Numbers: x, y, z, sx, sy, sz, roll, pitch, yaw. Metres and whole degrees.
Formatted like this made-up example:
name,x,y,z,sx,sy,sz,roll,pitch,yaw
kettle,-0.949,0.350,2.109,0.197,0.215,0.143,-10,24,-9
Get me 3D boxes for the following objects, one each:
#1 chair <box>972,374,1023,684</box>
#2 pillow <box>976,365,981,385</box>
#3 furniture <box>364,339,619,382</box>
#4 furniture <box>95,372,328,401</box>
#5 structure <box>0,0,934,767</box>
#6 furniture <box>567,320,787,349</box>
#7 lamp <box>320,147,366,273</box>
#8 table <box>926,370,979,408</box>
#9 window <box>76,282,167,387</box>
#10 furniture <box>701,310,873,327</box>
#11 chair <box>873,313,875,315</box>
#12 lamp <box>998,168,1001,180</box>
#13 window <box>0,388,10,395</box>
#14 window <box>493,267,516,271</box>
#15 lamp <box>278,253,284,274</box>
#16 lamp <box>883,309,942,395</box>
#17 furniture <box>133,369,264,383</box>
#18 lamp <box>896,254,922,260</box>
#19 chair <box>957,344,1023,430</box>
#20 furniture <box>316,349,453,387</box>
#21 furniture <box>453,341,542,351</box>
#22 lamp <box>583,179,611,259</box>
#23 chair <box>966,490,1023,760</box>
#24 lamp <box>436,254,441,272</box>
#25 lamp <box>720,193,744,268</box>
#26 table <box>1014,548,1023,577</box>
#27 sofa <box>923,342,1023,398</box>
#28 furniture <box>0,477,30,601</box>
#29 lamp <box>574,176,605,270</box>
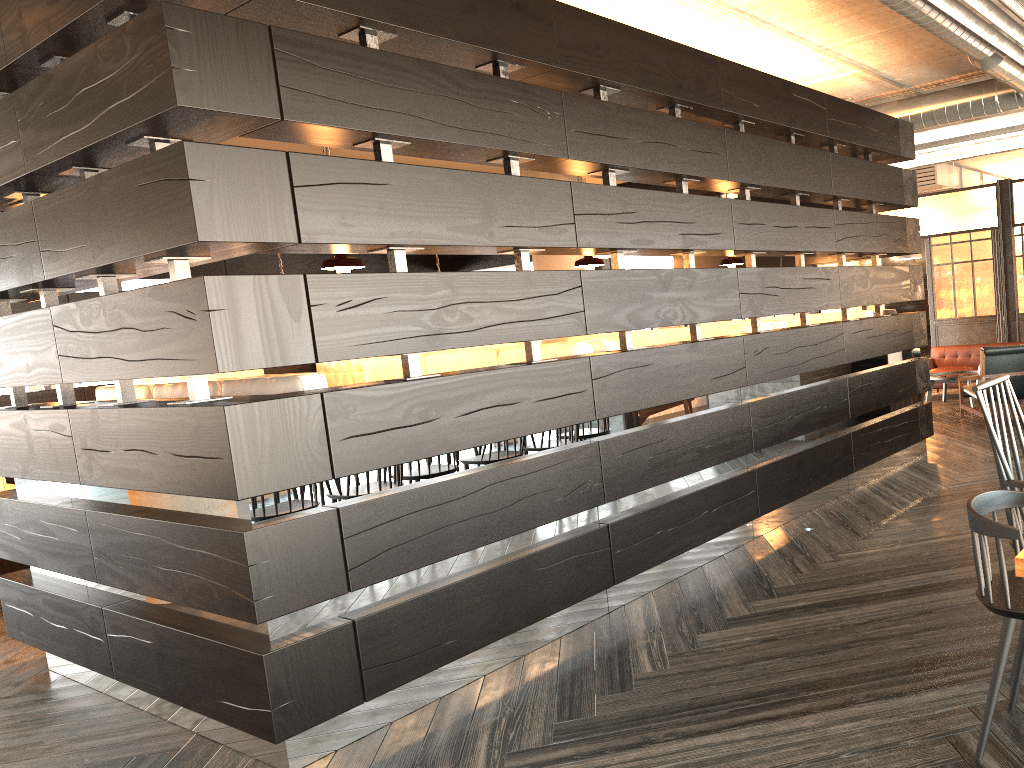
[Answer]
name,x,y,z,sx,sy,sz,roll,pitch,yaw
chair,1.890,0.487,2.838,0.419,1.037,0.528,-2,7,42
pillow,4.933,-0.066,8.233,0.680,0.335,0.252,-5,5,0
furniture,-0.106,0.426,4.759,1.605,1.265,1.236,-2,6,41
furniture,-1.141,0.588,3.675,1.606,1.265,0.686,-2,7,40
structure,-0.737,-0.372,6.366,5.222,2.751,6.327,-2,5,42
furniture,1.229,0.217,6.156,1.605,1.265,1.236,-2,6,41
lamp,-0.862,-1.038,3.918,0.168,1.054,0.219,-3,7,35
table,5.280,0.064,9.862,0.613,0.373,0.813,-2,5,37
window,-4.917,-0.404,11.676,0.211,2.886,2.873,-1,7,44
furniture,2.281,0.053,7.257,1.606,1.265,0.685,-2,7,40
chair,7.055,-0.896,16.923,0.598,1.067,0.798,-2,7,42
lamp,8.635,-2.997,13.825,0.257,0.860,3.939,-1,5,44
window,-7.143,-0.056,9.345,0.211,2.886,2.873,-1,7,44
window,-0.459,-1.102,16.343,0.211,2.886,2.873,-1,7,44
lamp,-2.032,-1.150,7.270,0.194,1.054,0.193,-6,6,4
lamp,5.340,-0.442,11.344,0.860,1.183,0.536,-6,5,-2
furniture,-2.535,0.517,6.714,1.613,1.265,1.236,-2,6,41
lamp,6.669,-2.878,14.089,0.445,1.509,0.442,-6,6,4
chair,5.000,-0.031,8.439,0.737,0.798,1.039,-5,4,10
furniture,-1.201,0.308,8.111,1.613,1.265,1.236,-2,6,41
furniture,-0.144,0.143,9.218,1.614,1.265,0.671,-2,7,40
lamp,0.671,-1.940,7.810,0.512,1.509,0.375,-11,7,-40
chair,1.559,0.693,2.398,0.380,0.740,0.432,-2,7,42
lamp,-0.774,-1.347,8.587,0.209,1.054,0.178,-8,6,-11
lamp,1.697,-1.439,6.598,0.168,1.054,0.219,-3,7,35
table,2.954,0.503,3.002,1.023,0.794,4.327,-2,5,44
sofa,5.998,-0.181,10.636,1.383,0.640,0.778,-2,6,40
furniture,-3.575,0.680,5.625,1.614,1.265,0.671,-2,7,40
lamp,0.439,-1.242,5.281,0.223,1.054,0.163,-12,8,-40
